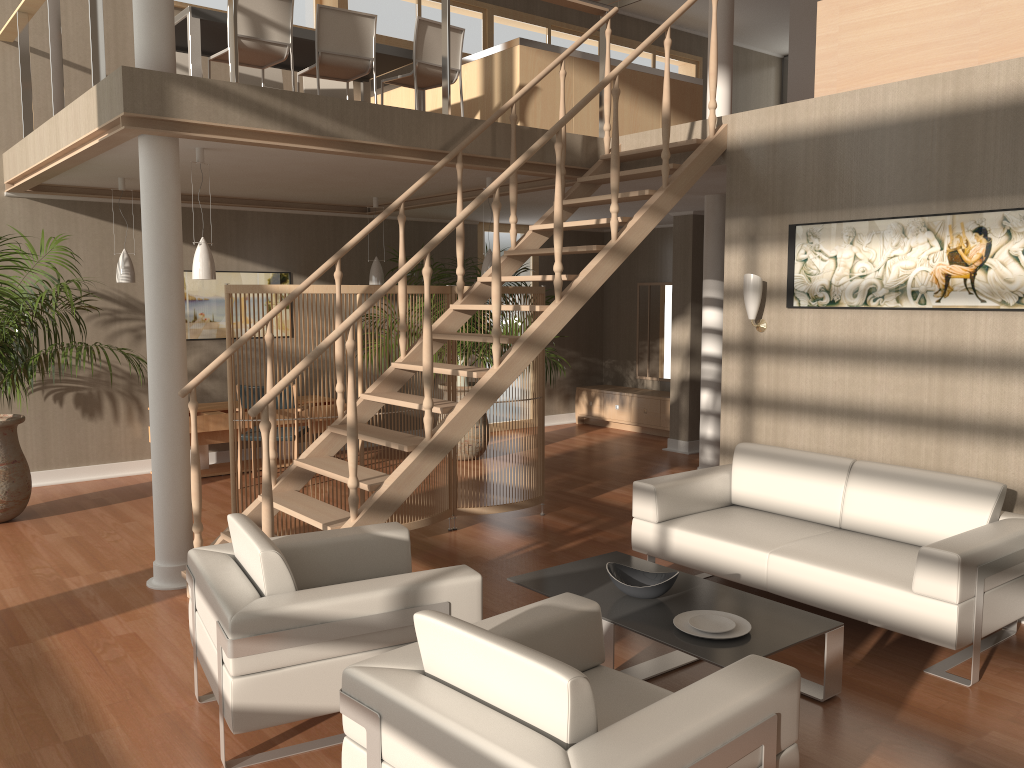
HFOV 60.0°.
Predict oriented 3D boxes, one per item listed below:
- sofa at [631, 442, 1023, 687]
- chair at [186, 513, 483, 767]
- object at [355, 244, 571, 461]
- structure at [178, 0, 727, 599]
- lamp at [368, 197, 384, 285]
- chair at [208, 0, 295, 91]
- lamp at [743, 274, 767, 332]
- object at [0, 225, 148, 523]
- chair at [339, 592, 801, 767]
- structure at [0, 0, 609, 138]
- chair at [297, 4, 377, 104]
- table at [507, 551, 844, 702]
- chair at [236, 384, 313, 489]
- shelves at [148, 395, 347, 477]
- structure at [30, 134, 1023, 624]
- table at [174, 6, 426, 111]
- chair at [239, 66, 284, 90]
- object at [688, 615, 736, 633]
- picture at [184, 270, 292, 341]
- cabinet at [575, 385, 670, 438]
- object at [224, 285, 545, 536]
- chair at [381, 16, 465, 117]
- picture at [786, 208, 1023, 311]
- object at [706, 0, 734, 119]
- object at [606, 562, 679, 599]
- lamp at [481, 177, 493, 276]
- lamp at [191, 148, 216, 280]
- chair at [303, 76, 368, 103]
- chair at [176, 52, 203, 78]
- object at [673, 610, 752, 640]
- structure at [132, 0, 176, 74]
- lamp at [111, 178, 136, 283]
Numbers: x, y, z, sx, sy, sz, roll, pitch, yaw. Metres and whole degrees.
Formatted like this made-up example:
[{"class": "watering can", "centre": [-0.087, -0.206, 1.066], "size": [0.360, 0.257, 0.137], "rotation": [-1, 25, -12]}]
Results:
[{"class": "sofa", "centre": [1.550, 0.773, 4.434], "size": [0.905, 0.740, 1.781], "rotation": [-4, 7, -38]}, {"class": "chair", "centre": [-0.704, 0.876, 3.400], "size": [0.905, 0.740, 0.900], "rotation": [-3, 6, -28]}, {"class": "object", "centre": [-0.504, -0.208, 8.603], "size": [2.109, 2.304, 2.157], "rotation": [5, 7, 40]}, {"class": "structure", "centre": [-0.202, -0.714, 5.044], "size": [3.150, 3.578, 1.000], "rotation": [-4, 7, -38]}, {"class": "lamp", "centre": [-1.257, -1.321, 8.208], "size": [0.139, 0.800, 0.139], "rotation": [3, 6, 26]}, {"class": "chair", "centre": [-1.729, -2.111, 5.838], "size": [0.430, 0.796, 0.496], "rotation": [-4, 7, -38]}, {"class": "lamp", "centre": [1.469, -0.489, 5.368], "size": [0.153, 0.353, 0.112], "rotation": [-4, 7, -38]}, {"class": "object", "centre": [-3.696, 0.038, 6.135], "size": [2.157, 2.304, 2.109], "rotation": [6, 8, 44]}, {"class": "chair", "centre": [0.157, 0.973, 2.429], "size": [0.905, 0.740, 0.900], "rotation": [-5, 8, -43]}, {"class": "structure", "centre": [-1.685, -2.244, 6.669], "size": [3.300, 0.900, 3.475], "rotation": [-4, 7, -38]}, {"class": "chair", "centre": [-1.238, -2.148, 6.214], "size": [0.430, 0.796, 0.496], "rotation": [-4, 7, -33]}, {"class": "table", "centre": [0.640, 1.056, 3.772], "size": [0.700, 0.293, 1.260], "rotation": [-4, 7, -38]}, {"class": "chair", "centre": [-2.000, 0.412, 7.471], "size": [0.582, 0.856, 0.509], "rotation": [0, 6, 2]}, {"class": "shelves", "centre": [-2.370, 0.476, 8.060], "size": [1.600, 0.590, 0.658], "rotation": [-4, 7, -38]}, {"class": "structure", "centre": [1.627, -0.321, 6.367], "size": [10.775, 2.533, 8.342], "rotation": [-4, 7, -38]}, {"class": "table", "centre": [-1.654, -2.163, 6.662], "size": [1.800, 0.740, 0.900], "rotation": [-4, 7, -38]}, {"class": "chair", "centre": [-1.898, -2.226, 6.993], "size": [0.430, 0.796, 0.496], "rotation": [-5, 8, -43]}, {"class": "object", "centre": [0.772, 0.932, 3.423], "size": [0.178, 0.020, 0.178], "rotation": [0, 6, 1]}, {"class": "picture", "centre": [-2.672, -0.733, 8.254], "size": [1.317, 0.633, 0.010], "rotation": [-4, 7, -38]}, {"class": "cabinet", "centre": [1.565, 0.323, 10.359], "size": [0.500, 0.458, 1.911], "rotation": [-4, 7, -38]}, {"class": "object", "centre": [-0.646, 0.150, 5.641], "size": [2.229, 1.542, 0.233], "rotation": [-4, 7, -33]}, {"class": "chair", "centre": [-0.662, -2.174, 6.472], "size": [0.430, 0.796, 0.496], "rotation": [-5, 8, -43]}, {"class": "picture", "centre": [2.105, -0.635, 4.642], "size": [0.018, 0.487, 1.531], "rotation": [-4, 7, -38]}, {"class": "object", "centre": [1.694, -3.047, 7.169], "size": [0.200, 2.400, 0.200], "rotation": [-4, 7, -38]}, {"class": "object", "centre": [0.554, 0.846, 3.785], "size": [0.317, 0.125, 0.223], "rotation": [2, 6, 23]}, {"class": "lamp", "centre": [-0.172, -1.184, 6.832], "size": [0.139, 0.800, 0.139], "rotation": [0, 6, -2]}, {"class": "lamp", "centre": [-1.913, -1.048, 5.473], "size": [0.139, 0.800, 0.139], "rotation": [-3, 6, -24]}, {"class": "chair", "centre": [-1.455, -2.262, 7.349], "size": [0.430, 0.796, 0.496], "rotation": [-3, 6, -28]}, {"class": "chair", "centre": [-2.460, -2.199, 6.719], "size": [0.430, 0.796, 0.496], "rotation": [-5, 8, -43]}, {"class": "object", "centre": [0.772, 0.934, 3.423], "size": [0.294, 0.020, 0.294], "rotation": [3, 6, 24]}, {"class": "structure", "centre": [-1.867, -2.785, 4.538], "size": [0.200, 2.400, 0.200], "rotation": [-4, 7, -38]}, {"class": "lamp", "centre": [-2.998, -1.185, 6.849], "size": [0.139, 0.800, 0.139], "rotation": [3, 6, 26]}]
